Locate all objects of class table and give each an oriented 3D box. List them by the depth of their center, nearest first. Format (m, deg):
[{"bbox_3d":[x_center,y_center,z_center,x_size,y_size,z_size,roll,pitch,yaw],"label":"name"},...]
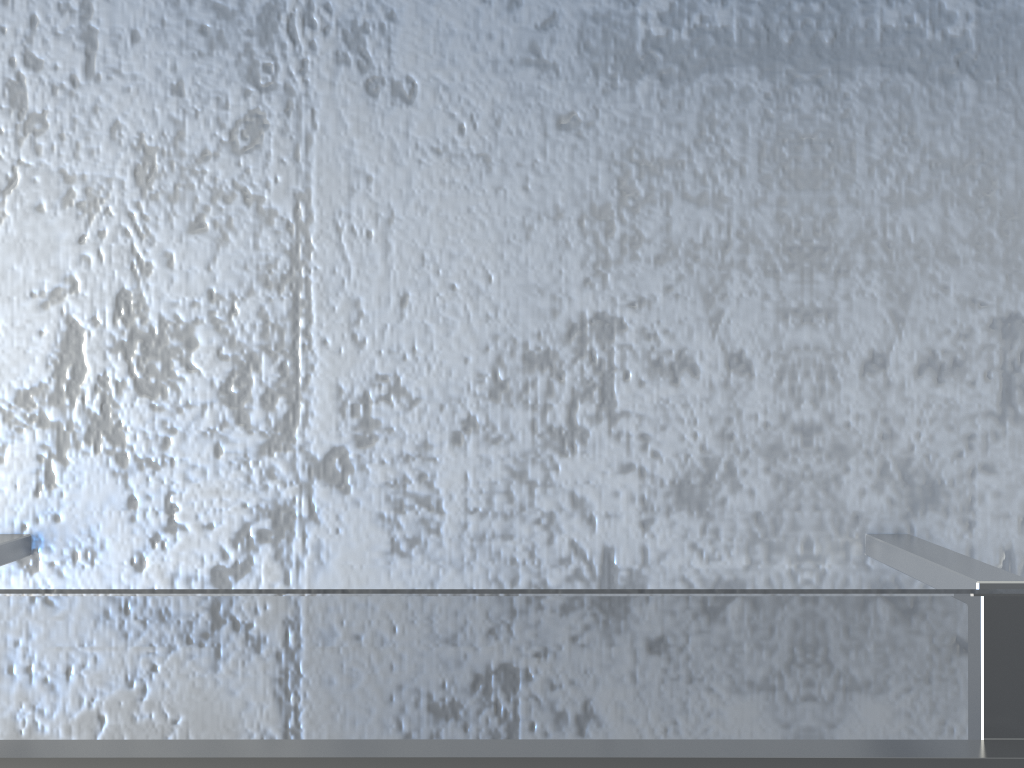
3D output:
[{"bbox_3d":[-0.045,0.492,0.542,0.730,0.190,0.773,0,90,0],"label":"table"}]
